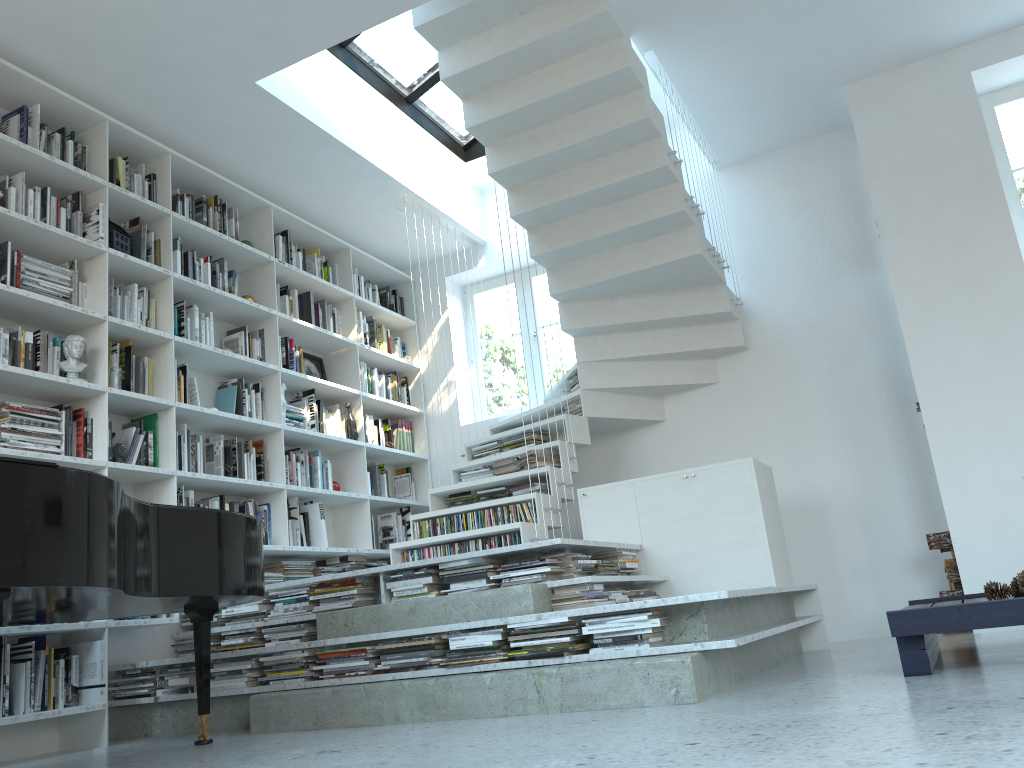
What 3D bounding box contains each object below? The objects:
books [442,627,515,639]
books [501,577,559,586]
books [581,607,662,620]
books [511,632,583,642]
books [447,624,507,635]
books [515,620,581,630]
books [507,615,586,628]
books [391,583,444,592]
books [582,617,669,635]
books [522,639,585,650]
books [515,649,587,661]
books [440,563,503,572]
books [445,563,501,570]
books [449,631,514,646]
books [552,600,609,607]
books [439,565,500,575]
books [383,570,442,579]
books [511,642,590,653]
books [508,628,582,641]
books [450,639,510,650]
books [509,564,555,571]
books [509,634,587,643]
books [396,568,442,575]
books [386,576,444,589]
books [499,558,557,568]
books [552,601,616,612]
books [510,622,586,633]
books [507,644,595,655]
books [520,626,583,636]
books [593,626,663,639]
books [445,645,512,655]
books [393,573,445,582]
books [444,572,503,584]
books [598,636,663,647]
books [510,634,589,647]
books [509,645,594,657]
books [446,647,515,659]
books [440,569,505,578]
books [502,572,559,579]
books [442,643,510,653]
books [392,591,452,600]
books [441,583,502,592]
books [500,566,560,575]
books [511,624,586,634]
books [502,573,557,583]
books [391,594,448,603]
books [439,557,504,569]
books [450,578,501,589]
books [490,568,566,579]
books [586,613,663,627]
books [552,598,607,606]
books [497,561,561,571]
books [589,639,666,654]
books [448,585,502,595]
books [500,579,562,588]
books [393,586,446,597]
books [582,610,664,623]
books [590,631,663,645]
[{"bbox_3d":[-0.121,0.982,3.499,0.288,0.013,0.139,-15,-17,29],"label":"books"},{"bbox_3d":[0.081,0.886,3.979,0.212,0.014,0.161,-15,-17,28],"label":"books"},{"bbox_3d":[0.404,0.835,3.233,0.256,0.014,0.192,-12,-16,20],"label":"books"},{"bbox_3d":[0.154,0.959,3.370,0.292,0.007,0.131,-12,-16,20],"label":"books"},{"bbox_3d":[-0.122,0.969,3.503,0.215,0.014,0.157,-14,-17,26],"label":"books"},{"bbox_3d":[0.139,0.913,3.362,0.196,0.010,0.178,-15,-17,29],"label":"books"},{"bbox_3d":[0.137,0.900,3.365,0.257,0.016,0.183,-15,-17,27],"label":"books"},{"bbox_3d":[-0.446,0.968,4.219,0.188,0.015,0.178,-15,-17,29],"label":"books"},{"bbox_3d":[0.416,0.882,3.234,0.287,0.027,0.157,-12,-16,19],"label":"books"},{"bbox_3d":[0.156,0.986,3.362,0.197,0.014,0.154,-14,-17,24],"label":"books"},{"bbox_3d":[0.148,1.015,3.329,0.209,0.016,0.191,-15,-17,29],"label":"books"},{"bbox_3d":[-0.178,0.854,4.112,0.260,0.007,0.172,-13,-16,22],"label":"books"},{"bbox_3d":[-0.179,0.846,4.114,0.208,0.008,0.170,-15,-17,27],"label":"books"},{"bbox_3d":[-0.118,1.001,3.496,0.223,0.028,0.141,-12,-16,19],"label":"books"},{"bbox_3d":[0.298,0.961,3.877,0.165,0.006,0.265,-14,-17,25],"label":"books"},{"bbox_3d":[-0.177,0.863,4.109,0.281,0.013,0.168,-13,-16,21],"label":"books"},{"bbox_3d":[-0.456,0.909,4.227,0.256,0.014,0.192,-12,-16,20],"label":"books"},{"bbox_3d":[0.154,0.994,3.352,0.268,0.006,0.171,-14,-17,24],"label":"books"},{"bbox_3d":[0.144,0.946,3.355,0.281,0.013,0.168,-12,-16,19],"label":"books"},{"bbox_3d":[-0.122,1.020,3.478,0.183,0.016,0.180,-13,-16,21],"label":"books"},{"bbox_3d":[0.092,0.837,4.028,0.190,0.011,0.091,-13,-16,22],"label":"books"},{"bbox_3d":[0.150,0.962,3.361,0.291,0.004,0.150,-15,-17,28],"label":"books"},{"bbox_3d":[-0.444,0.901,4.257,0.181,0.014,0.134,-15,-17,29],"label":"books"},{"bbox_3d":[-0.446,0.948,4.229,0.250,0.029,0.174,-13,-16,22],"label":"books"},{"bbox_3d":[0.076,0.811,4.007,0.228,0.014,0.149,-13,-16,22],"label":"books"},{"bbox_3d":[0.317,0.971,3.865,0.200,0.023,0.263,-13,-16,22],"label":"books"},{"bbox_3d":[0.150,0.925,3.378,0.284,0.008,0.133,-12,-16,20],"label":"books"},{"bbox_3d":[0.148,0.997,3.337,0.275,0.006,0.191,-14,-17,26],"label":"books"},{"bbox_3d":[0.152,0.940,3.377,0.210,0.009,0.134,-15,-17,28],"label":"books"},{"bbox_3d":[0.427,0.907,3.246,0.224,0.019,0.137,-14,-17,25],"label":"books"},{"bbox_3d":[-0.111,1.043,3.490,0.267,0.010,0.145,-13,-17,23],"label":"books"},{"bbox_3d":[-0.444,0.928,4.244,0.208,0.017,0.145,-12,-16,19],"label":"books"},{"bbox_3d":[-0.172,0.896,4.102,0.230,0.026,0.178,-14,-17,24],"label":"books"},{"bbox_3d":[0.433,0.941,3.241,0.205,0.014,0.132,-14,-17,24],"label":"books"},{"bbox_3d":[0.145,0.969,3.347,0.246,0.015,0.191,-14,-17,25],"label":"books"},{"bbox_3d":[0.151,1.006,3.341,0.277,0.009,0.178,-13,-16,22],"label":"books"},{"bbox_3d":[-0.120,1.050,3.466,0.215,0.013,0.189,-13,-16,22],"label":"books"},{"bbox_3d":[-0.177,0.878,4.103,0.250,0.009,0.187,-14,-17,24],"label":"books"},{"bbox_3d":[0.084,0.864,3.997,0.227,0.006,0.134,-15,-17,28],"label":"books"},{"bbox_3d":[-0.119,1.032,3.477,0.261,0.007,0.171,-15,-17,27],"label":"books"},{"bbox_3d":[-0.429,1.010,4.235,0.258,0.013,0.136,-14,-17,24],"label":"books"},{"bbox_3d":[-0.166,0.940,4.095,0.293,0.007,0.155,-15,-17,27],"label":"books"},{"bbox_3d":[0.083,0.844,4.006,0.242,0.012,0.137,-14,-17,25],"label":"books"},{"bbox_3d":[0.145,0.930,3.366,0.251,0.006,0.175,-14,-17,24],"label":"books"},{"bbox_3d":[0.082,0.873,3.988,0.208,0.015,0.153,-13,-16,21],"label":"books"},{"bbox_3d":[-0.431,1.022,4.223,0.262,0.016,0.132,-15,-17,29],"label":"books"},{"bbox_3d":[-0.187,0.829,4.105,0.238,0.022,0.189,-15,-17,29],"label":"books"},{"bbox_3d":[-0.165,0.924,4.104,0.189,0.028,0.156,-14,-17,25],"label":"books"},{"bbox_3d":[0.074,0.851,3.982,0.297,0.014,0.185,-13,-17,23],"label":"books"},{"bbox_3d":[0.413,0.862,3.239,0.243,0.015,0.165,-15,-17,28],"label":"books"},{"bbox_3d":[0.297,0.954,3.879,0.159,0.008,0.285,-13,-16,22],"label":"books"},{"bbox_3d":[0.079,0.823,4.007,0.269,0.009,0.132,-15,-17,28],"label":"books"},{"bbox_3d":[0.421,0.950,3.211,0.230,0.017,0.184,-14,-17,26],"label":"books"},{"bbox_3d":[-0.162,0.953,4.095,0.231,0.020,0.142,-15,-17,29],"label":"books"},{"bbox_3d":[0.089,0.899,3.990,0.250,0.009,0.144,-14,-17,24],"label":"books"},{"bbox_3d":[-0.439,0.989,4.224,0.192,0.024,0.167,-14,-17,25],"label":"books"},{"bbox_3d":[0.409,0.848,3.236,0.266,0.010,0.177,-12,-16,20],"label":"books"},{"bbox_3d":[0.415,0.919,3.213,0.206,0.017,0.188,-15,-17,29],"label":"books"}]
